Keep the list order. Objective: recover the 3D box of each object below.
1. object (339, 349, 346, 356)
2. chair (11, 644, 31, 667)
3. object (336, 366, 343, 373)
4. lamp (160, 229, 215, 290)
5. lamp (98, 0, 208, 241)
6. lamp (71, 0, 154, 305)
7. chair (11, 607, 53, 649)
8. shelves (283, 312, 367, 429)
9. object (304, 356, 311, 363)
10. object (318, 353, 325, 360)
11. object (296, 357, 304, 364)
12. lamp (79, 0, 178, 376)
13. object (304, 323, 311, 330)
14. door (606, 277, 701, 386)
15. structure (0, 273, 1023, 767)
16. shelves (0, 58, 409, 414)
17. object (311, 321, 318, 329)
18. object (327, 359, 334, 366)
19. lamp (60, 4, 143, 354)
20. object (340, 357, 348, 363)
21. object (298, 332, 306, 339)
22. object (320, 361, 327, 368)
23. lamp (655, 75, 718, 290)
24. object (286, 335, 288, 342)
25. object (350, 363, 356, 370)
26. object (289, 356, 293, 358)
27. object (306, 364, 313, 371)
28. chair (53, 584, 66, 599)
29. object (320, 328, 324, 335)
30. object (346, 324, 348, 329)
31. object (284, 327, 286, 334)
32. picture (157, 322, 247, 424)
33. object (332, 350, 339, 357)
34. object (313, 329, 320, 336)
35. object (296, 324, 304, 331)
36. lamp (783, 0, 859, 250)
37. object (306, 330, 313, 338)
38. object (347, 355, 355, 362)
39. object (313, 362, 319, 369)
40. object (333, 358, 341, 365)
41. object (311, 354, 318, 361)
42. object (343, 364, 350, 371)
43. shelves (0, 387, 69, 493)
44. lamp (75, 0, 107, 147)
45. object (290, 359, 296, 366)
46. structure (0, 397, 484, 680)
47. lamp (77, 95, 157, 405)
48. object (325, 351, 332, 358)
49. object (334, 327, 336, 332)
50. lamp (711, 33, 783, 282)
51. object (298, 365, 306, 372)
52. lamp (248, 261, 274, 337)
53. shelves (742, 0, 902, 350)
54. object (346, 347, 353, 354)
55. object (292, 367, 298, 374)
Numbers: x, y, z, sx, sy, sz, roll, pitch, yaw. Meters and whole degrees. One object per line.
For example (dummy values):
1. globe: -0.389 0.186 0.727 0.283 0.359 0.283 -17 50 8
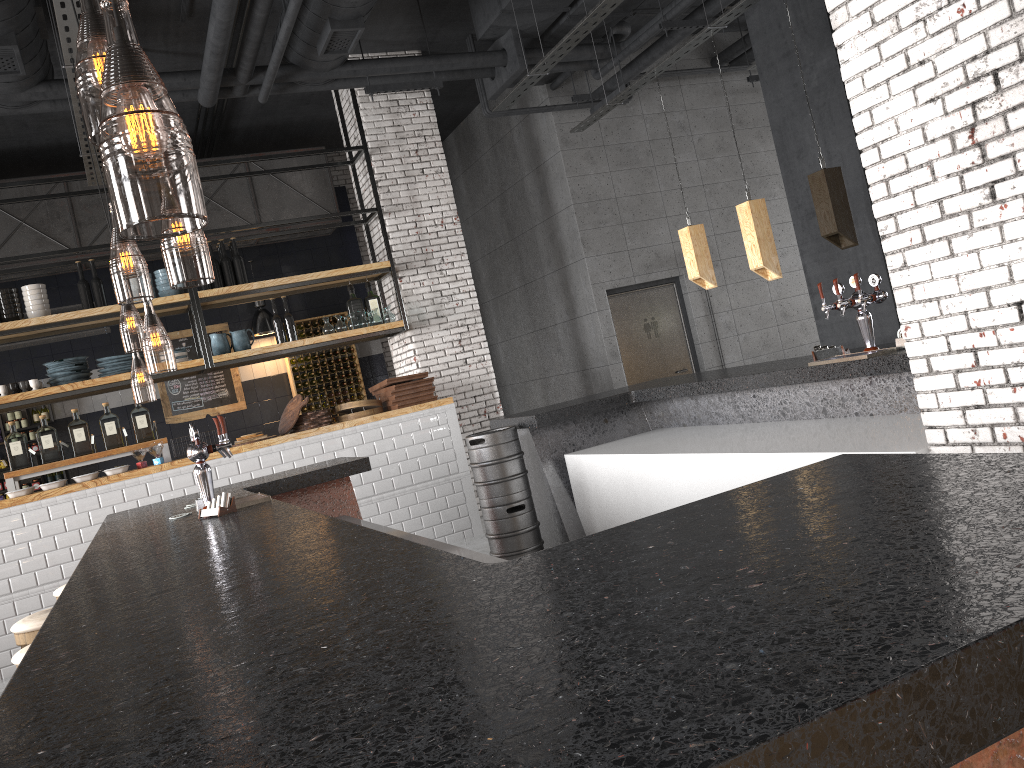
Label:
1. object: -2.224 -0.423 11.653 0.079 0.079 0.283 -13 1 -23
2. chair: -1.676 1.356 3.398 0.438 0.806 0.481 -13 0 16
3. object: -2.249 -0.200 11.582 0.079 0.079 0.283 -13 1 -23
4. lamp: -0.939 -0.955 2.164 0.108 1.462 0.109 -13 -1 39
5. lamp: -0.603 -0.969 1.093 0.108 1.599 0.108 -13 -1 9
6. lamp: -1.315 -1.029 2.690 0.108 1.599 0.108 -13 -1 9
7. chair: -2.017 1.426 4.051 0.438 0.806 0.481 -13 0 41
8. shelves: -2.371 0.195 11.581 0.891 2.149 0.250 -13 -1 -23
9. object: -2.647 -0.324 11.466 0.079 0.079 0.283 -13 1 -23
10. object: -2.464 -0.366 11.509 0.079 0.079 0.283 -13 1 -23
11. object: -2.718 -0.307 11.397 0.079 0.079 0.283 -13 1 -23
12. lamp: -1.493 -0.822 3.352 0.109 1.599 0.108 -12 -1 -41
13. object: -2.657 -0.754 11.511 0.079 0.079 0.283 -13 1 -23
14. door: 1.725 -0.156 10.496 1.122 2.103 0.158 -13 -1 -23
15. structure: 0.500 0.515 3.932 4.317 1.534 5.866 -13 1 -23
16. shelves: -4.010 -1.419 7.870 5.686 3.067 0.596 -13 0 -23
17. object: -2.565 -0.775 11.530 0.079 0.079 0.283 -13 1 -23
18. object: -2.370 -0.281 11.578 0.079 0.079 0.283 -13 1 -23
19. lamp: -1.834 -0.925 3.930 0.108 1.599 0.108 -13 -1 9
20. object: -2.201 -0.320 11.652 0.079 0.079 0.283 -13 1 -23
21. object: -2.703 -0.635 11.437 0.079 0.079 0.283 -13 1 -23
22. object: -2.454 -0.261 11.540 0.079 0.079 0.283 -13 1 -23
23. lamp: 1.158 -1.401 6.118 0.127 1.547 0.127 -13 -1 -23
24. object: -2.886 -0.593 11.394 0.079 0.079 0.283 -13 1 -23
25. object: -2.094 -0.237 11.693 0.079 0.079 0.283 -13 1 -23
26. object: -2.840 -0.387 11.392 0.079 0.079 0.283 -13 1 -23
27. object: -2.618 -0.223 11.451 0.079 0.079 0.283 -13 1 -23
28. chair: -2.349 1.491 4.947 0.479 0.806 0.440 -13 0 36
29. object: -2.463 -0.691 11.581 0.079 0.079 0.283 -13 1 -23
30. object: -2.194 -0.753 11.658 0.079 0.079 0.283 -13 1 -23
31. object: -2.896 -0.698 11.363 0.079 0.079 0.283 -13 1 -23
32. picture: -3.966 -0.132 11.184 0.982 1.142 0.020 -13 0 -23
33. object: -2.310 -0.403 11.620 0.079 0.079 0.283 -13 1 -23
34. object: -2.548 -0.671 11.543 0.079 0.079 0.283 -13 1 -23
35. object: -2.734 -0.736 11.456 0.079 0.079 0.283 -13 1 -23
36. lamp: 1.659 -1.501 4.924 0.127 1.547 0.127 -13 -1 -23
37. object: -2.626 -0.653 11.492 0.079 0.079 0.283 -13 1 -23
38. object: -2.110 -0.341 11.675 0.079 0.079 0.283 -13 1 -23
39. object: -2.541 -0.241 11.506 0.079 0.079 0.283 -13 1 -23
40. object: -2.279 -0.302 11.600 0.079 0.079 0.283 -13 1 -23
41. object: -2.556 -0.345 11.489 0.079 0.079 0.283 -13 1 -23
42. object: -2.171 -0.219 11.637 0.079 0.079 0.283 -13 1 -23
43. shelves: -6.064 0.944 10.010 1.764 1.482 0.157 -13 0 -23
44. lamp: -0.876 -1.218 1.592 0.108 1.599 0.108 -13 -1 9
45. object: -2.810 -0.286 11.377 0.079 0.079 0.283 -13 1 -23
46. structure: -3.289 1.435 7.795 5.809 1.346 1.508 -13 0 -23
47. lamp: -2.017 -0.686 4.469 0.108 1.599 0.108 -13 -1 9
48. object: -2.387 -0.384 11.564 0.079 0.079 0.283 -13 1 -23
49. object: -2.284 -0.732 11.633 0.079 0.079 0.283 -13 1 -23
50. lamp: 1.415 -1.422 5.521 0.127 1.607 0.127 -13 -1 -23
51. object: -2.693 -0.205 11.392 0.079 0.079 0.283 -13 1 -23
52. lamp: -3.219 -1.099 11.245 0.391 0.937 0.390 -13 0 -21
53. shelves: 3.741 -2.362 4.752 1.005 4.367 6.137 -13 0 -23
54. object: -2.130 -0.444 11.668 0.079 0.079 0.283 -13 1 -23
55. object: -2.783 -0.184 11.368 0.079 0.079 0.283 -13 1 -23
